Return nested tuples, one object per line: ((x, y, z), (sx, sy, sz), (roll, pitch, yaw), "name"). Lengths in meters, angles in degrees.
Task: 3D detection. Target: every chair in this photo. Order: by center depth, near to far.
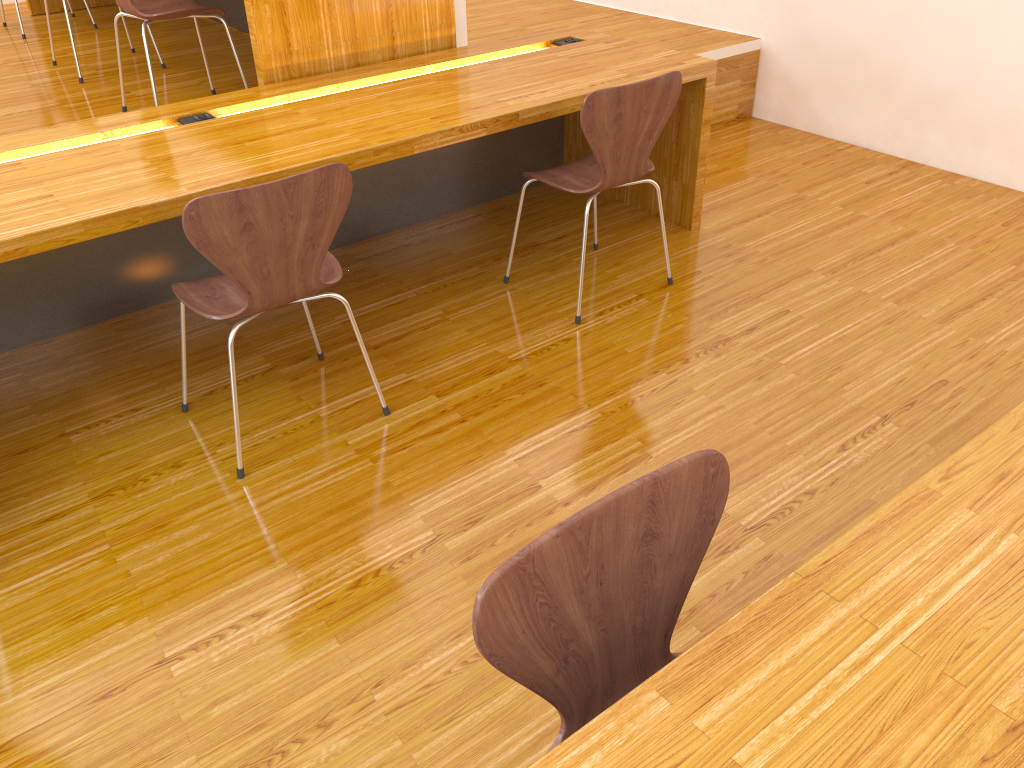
((0.221, 0.497, 1.058), (0.428, 0.693, 0.381), (-24, 40, -31), "chair")
((-0.609, -0.215, 2.167), (0.428, 0.693, 0.381), (-24, 40, -31), "chair")
((0.246, -0.626, 2.762), (0.428, 0.693, 0.381), (-24, 40, -31), "chair")
((-1.236, -1.319, 3.194), (0.381, 0.693, 0.428), (-24, 40, -31), "chair")
((-1.837, -1.729, 3.838), (0.381, 0.693, 0.428), (-24, 40, -31), "chair")
((-2.500, -2.214, 4.598), (0.381, 0.693, 0.428), (-24, 40, -31), "chair")

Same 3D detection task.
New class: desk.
((0.709, 0.878, 0.834), (3.236, 0.918, 1.285), (-24, 40, -31), "desk")
((-0.784, -0.437, 2.598), (3.185, 0.606, 0.760), (-24, 40, -31), "desk")
((-1.487, -1.836, 4.059), (0.760, 0.606, 3.185), (-24, 40, -31), "desk")
